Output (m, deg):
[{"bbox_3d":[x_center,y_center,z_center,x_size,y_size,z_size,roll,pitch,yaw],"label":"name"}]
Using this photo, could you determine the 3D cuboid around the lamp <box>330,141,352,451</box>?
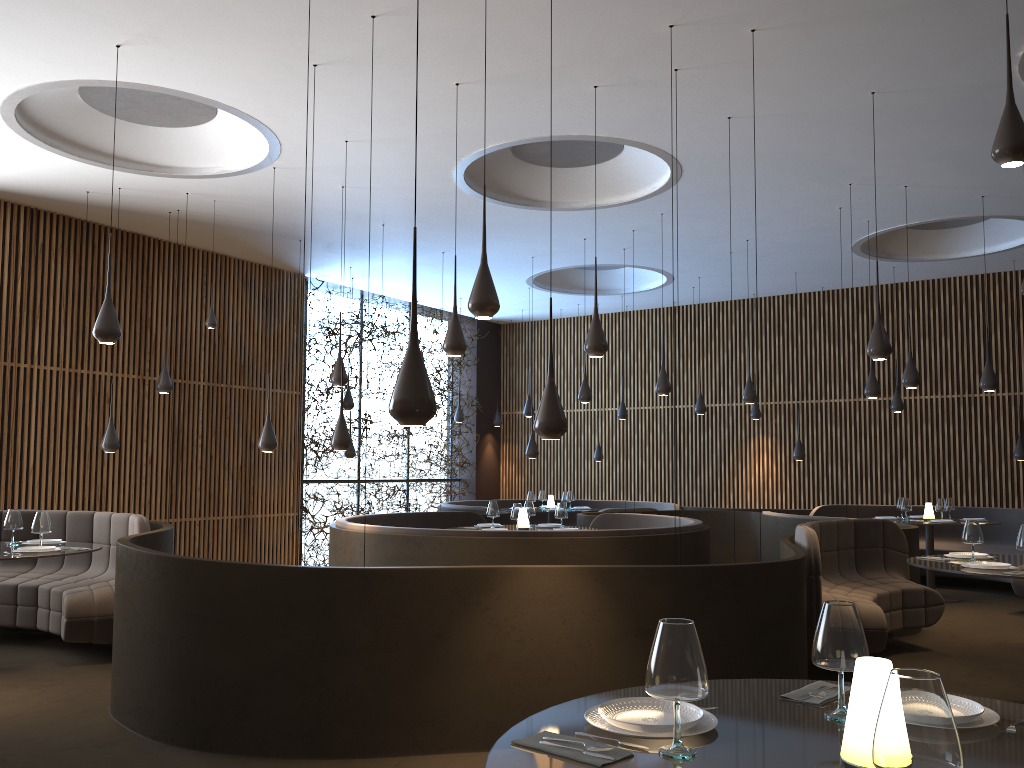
[{"bbox_3d":[-1.592,-0.850,8.384,0.196,2.956,0.196,0,-4,-1],"label":"lamp"}]

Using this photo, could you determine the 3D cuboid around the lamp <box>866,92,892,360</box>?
[{"bbox_3d":[2.986,-1.305,7.267,0.196,2.220,0.196,1,-4,-11],"label":"lamp"}]

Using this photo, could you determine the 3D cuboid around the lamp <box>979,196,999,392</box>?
[{"bbox_3d":[5.353,-1.026,10.011,0.196,2.220,0.196,-2,-5,29],"label":"lamp"}]

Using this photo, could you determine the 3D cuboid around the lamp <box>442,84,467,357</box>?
[{"bbox_3d":[-0.451,-1.331,7.134,0.196,2.220,0.196,-3,-5,38],"label":"lamp"}]

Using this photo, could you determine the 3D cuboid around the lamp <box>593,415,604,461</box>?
[{"bbox_3d":[1.615,-0.035,16.592,0.196,2.956,0.196,-1,-4,19],"label":"lamp"}]

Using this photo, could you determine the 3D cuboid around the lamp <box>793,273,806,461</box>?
[{"bbox_3d":[4.481,-0.283,13.911,0.196,2.956,0.196,-1,-4,19],"label":"lamp"}]

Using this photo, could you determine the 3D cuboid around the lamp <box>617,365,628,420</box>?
[{"bbox_3d":[1.971,-0.475,15.838,0.196,2.220,0.196,-1,-4,19],"label":"lamp"}]

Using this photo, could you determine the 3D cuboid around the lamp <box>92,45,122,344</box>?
[{"bbox_3d":[-2.935,-1.403,6.512,0.196,2.220,0.196,2,-4,-21],"label":"lamp"}]

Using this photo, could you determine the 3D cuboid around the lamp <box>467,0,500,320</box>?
[{"bbox_3d":[-0.164,-1.501,5.374,0.196,2.220,0.196,2,-4,-21],"label":"lamp"}]

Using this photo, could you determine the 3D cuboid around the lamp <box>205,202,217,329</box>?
[{"bbox_3d":[-3.487,-1.396,10.335,0.133,1.506,0.133,-2,-5,28],"label":"lamp"}]

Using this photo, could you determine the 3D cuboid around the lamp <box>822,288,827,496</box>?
[{"bbox_3d":[5.283,1.482,14.906,0.196,6.264,0.196,4,-5,-41],"label":"lamp"}]

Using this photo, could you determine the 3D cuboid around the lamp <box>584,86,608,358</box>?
[{"bbox_3d":[0.678,-1.325,7.177,0.196,2.220,0.196,-2,-5,29],"label":"lamp"}]

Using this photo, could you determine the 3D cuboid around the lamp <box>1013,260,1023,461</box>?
[{"bbox_3d":[7.432,-0.354,13.034,0.196,2.956,0.196,-1,-4,19],"label":"lamp"}]

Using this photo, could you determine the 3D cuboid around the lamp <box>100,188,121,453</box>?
[{"bbox_3d":[-4.407,-0.722,9.837,0.196,2.956,0.196,-1,-4,19],"label":"lamp"}]

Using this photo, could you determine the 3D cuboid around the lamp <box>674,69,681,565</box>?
[{"bbox_3d":[1.270,0.665,6.719,0.196,6.264,0.196,3,-5,-31],"label":"lamp"}]

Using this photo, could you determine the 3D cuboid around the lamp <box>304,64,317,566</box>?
[{"bbox_3d":[-1.547,0.647,6.672,0.196,6.264,0.196,-3,-5,38],"label":"lamp"}]

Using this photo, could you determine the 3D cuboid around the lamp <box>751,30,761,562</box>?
[{"bbox_3d":[1.702,0.606,6.096,0.196,6.264,0.196,-1,-4,19],"label":"lamp"}]

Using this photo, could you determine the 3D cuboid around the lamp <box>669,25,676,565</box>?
[{"bbox_3d":[1.108,0.598,6.039,0.196,6.264,0.196,-1,-4,19],"label":"lamp"}]

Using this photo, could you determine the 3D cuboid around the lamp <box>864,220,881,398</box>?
[{"bbox_3d":[4.449,-0.934,11.001,0.196,2.220,0.196,2,-4,-21],"label":"lamp"}]

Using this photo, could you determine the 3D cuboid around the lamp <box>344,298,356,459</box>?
[{"bbox_3d":[-2.613,-0.267,14.428,0.196,2.956,0.196,2,-4,-21],"label":"lamp"}]

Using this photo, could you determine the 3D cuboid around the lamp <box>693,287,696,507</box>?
[{"bbox_3d":[3.083,1.473,14.923,0.196,6.264,0.196,4,-5,-41],"label":"lamp"}]

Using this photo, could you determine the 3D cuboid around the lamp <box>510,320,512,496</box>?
[{"bbox_3d":[-0.031,1.790,18.328,0.196,6.264,0.196,3,-5,-31],"label":"lamp"}]

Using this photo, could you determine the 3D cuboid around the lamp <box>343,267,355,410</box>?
[{"bbox_3d":[-2.514,-0.704,13.704,0.196,2.220,0.196,2,-4,-21],"label":"lamp"}]

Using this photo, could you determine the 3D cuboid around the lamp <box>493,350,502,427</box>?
[{"bbox_3d":[-0.304,-0.219,18.575,0.196,2.220,0.196,3,-5,-31],"label":"lamp"}]

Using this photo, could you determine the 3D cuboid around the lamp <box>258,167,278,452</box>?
[{"bbox_3d":[-2.485,-0.781,9.141,0.196,2.956,0.196,1,-4,-11],"label":"lamp"}]

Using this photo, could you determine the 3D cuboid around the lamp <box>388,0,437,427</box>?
[{"bbox_3d":[-0.392,-1.305,3.664,0.196,2.956,0.196,2,-4,-21],"label":"lamp"}]

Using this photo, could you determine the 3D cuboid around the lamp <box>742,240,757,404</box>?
[{"bbox_3d":[3.192,-0.846,11.963,0.196,2.220,0.196,2,-4,-21],"label":"lamp"}]

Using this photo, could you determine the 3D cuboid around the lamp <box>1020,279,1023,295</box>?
[{"bbox_3d":[4.764,-1.565,8.222,0.133,1.506,0.133,-2,-5,29],"label":"lamp"}]

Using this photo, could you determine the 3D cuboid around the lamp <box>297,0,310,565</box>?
[{"bbox_3d":[-1.293,0.524,5.398,0.196,6.264,0.196,2,-4,-21],"label":"lamp"}]

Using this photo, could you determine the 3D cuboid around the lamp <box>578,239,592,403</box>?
[{"bbox_3d":[0.983,-0.856,11.938,0.196,2.220,0.196,2,-4,-21],"label":"lamp"}]

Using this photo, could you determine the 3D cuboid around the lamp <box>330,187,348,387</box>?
[{"bbox_3d":[-1.884,-1.081,9.769,0.196,2.220,0.196,-2,-5,28],"label":"lamp"}]

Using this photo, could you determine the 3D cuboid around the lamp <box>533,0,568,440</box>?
[{"bbox_3d":[0.226,-1.160,5.120,0.196,2.956,0.196,-3,-5,38],"label":"lamp"}]

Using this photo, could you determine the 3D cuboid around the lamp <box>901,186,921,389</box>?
[{"bbox_3d":[4.319,-1.062,9.655,0.196,2.220,0.196,2,-4,-21],"label":"lamp"}]

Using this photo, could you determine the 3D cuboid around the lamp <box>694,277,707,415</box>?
[{"bbox_3d":[3.031,-0.619,14.303,0.196,2.220,0.196,-1,-4,19],"label":"lamp"}]

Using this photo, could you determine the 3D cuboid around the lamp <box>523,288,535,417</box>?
[{"bbox_3d":[0.291,-0.546,15.184,0.196,2.220,0.196,-1,-4,19],"label":"lamp"}]

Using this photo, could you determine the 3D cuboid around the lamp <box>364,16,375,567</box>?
[{"bbox_3d":[-0.977,0.577,5.928,0.196,6.264,0.196,-3,-5,38],"label":"lamp"}]

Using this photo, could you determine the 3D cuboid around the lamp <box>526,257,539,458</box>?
[{"bbox_3d":[0.301,-0.396,12.955,0.196,2.956,0.196,-2,-5,29],"label":"lamp"}]

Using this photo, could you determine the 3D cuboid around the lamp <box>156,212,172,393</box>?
[{"bbox_3d":[-4.196,-0.997,10.783,0.196,2.220,0.196,3,-5,-31],"label":"lamp"}]

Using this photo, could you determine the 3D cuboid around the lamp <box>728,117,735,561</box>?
[{"bbox_3d":[1.915,0.759,7.656,0.196,6.264,0.196,2,-4,-21],"label":"lamp"}]

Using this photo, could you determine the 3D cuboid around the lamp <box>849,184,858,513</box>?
[{"bbox_3d":[3.678,0.943,9.454,0.196,6.264,0.196,2,-4,-21],"label":"lamp"}]

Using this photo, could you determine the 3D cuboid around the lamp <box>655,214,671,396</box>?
[{"bbox_3d":[1.827,-0.971,10.753,0.196,2.220,0.196,2,-4,-21],"label":"lamp"}]

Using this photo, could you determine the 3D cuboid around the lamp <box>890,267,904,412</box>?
[{"bbox_3d":[5.858,-0.680,13.535,0.196,2.220,0.196,0,-4,9],"label":"lamp"}]

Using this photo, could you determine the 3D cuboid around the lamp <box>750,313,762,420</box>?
[{"bbox_3d":[4.281,-0.485,15.621,0.196,2.220,0.196,-1,-4,19],"label":"lamp"}]

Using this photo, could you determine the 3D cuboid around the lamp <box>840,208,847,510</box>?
[{"bbox_3d":[3.891,1.029,10.329,0.196,6.264,0.196,2,-4,-21],"label":"lamp"}]

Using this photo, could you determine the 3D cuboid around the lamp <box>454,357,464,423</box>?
[{"bbox_3d":[-1.013,-0.363,17.127,0.196,2.220,0.196,3,-5,-31],"label":"lamp"}]

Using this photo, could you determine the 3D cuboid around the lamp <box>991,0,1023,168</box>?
[{"bbox_3d":[1.762,-1.516,3.167,0.132,1.496,0.132,-3,-5,38],"label":"lamp"}]
